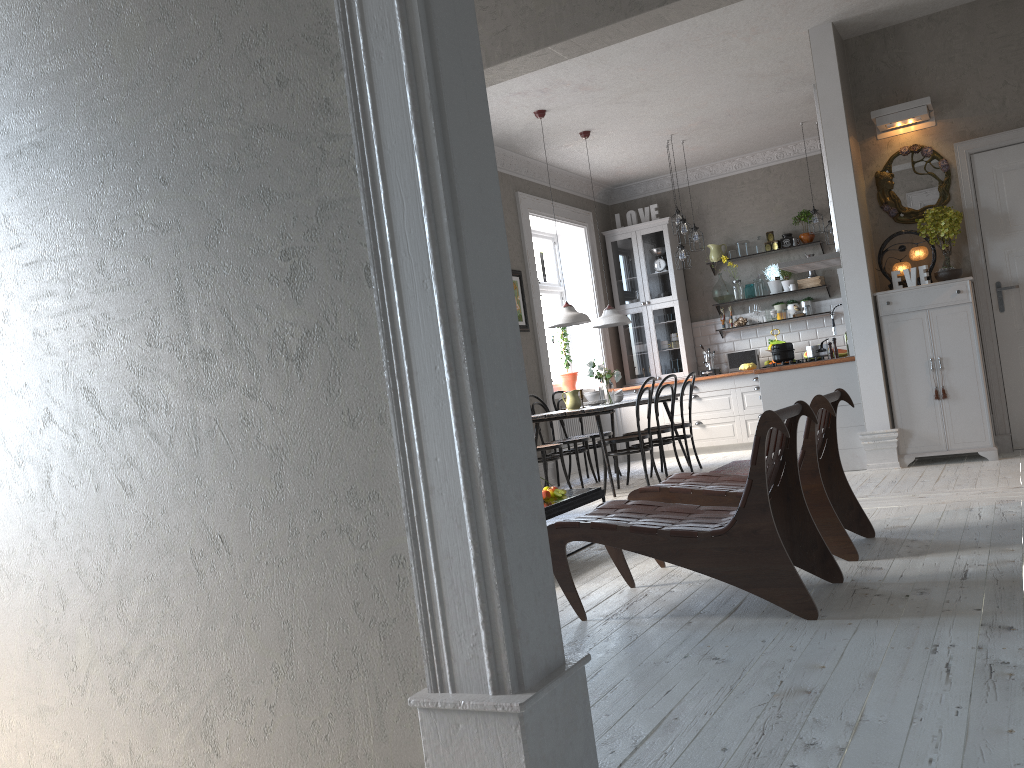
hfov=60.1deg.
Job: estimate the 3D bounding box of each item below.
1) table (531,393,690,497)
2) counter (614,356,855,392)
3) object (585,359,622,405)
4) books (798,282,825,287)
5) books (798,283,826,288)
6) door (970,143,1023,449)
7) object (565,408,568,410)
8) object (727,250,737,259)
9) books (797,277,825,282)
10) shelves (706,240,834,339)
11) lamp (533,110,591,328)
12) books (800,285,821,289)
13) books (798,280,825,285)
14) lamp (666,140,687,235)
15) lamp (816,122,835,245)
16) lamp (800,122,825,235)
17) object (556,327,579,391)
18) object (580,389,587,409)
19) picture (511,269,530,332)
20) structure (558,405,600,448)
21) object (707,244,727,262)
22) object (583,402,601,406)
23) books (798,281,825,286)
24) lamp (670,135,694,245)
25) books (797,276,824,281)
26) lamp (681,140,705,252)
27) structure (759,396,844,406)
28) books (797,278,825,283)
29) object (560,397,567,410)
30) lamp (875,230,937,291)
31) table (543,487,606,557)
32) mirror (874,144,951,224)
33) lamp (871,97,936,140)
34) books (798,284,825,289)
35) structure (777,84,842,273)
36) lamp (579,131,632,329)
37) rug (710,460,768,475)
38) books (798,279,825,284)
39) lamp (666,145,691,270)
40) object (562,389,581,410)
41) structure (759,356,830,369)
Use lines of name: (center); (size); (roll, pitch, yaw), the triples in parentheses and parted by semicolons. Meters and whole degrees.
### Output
table: (0.879, 0.552, 8.064); (0.889, 0.735, 1.954); (-8, -1, 30)
counter: (2.060, -0.077, 8.812); (3.105, 0.039, 3.451); (-9, -1, 29)
object: (0.812, -0.024, 7.744); (0.306, 0.414, 0.256); (-8, -1, 27)
books: (3.351, -1.113, 9.909); (0.255, 0.016, 0.161); (-9, -2, 38)
books: (3.353, -1.102, 9.909); (0.255, 0.016, 0.161); (-9, -2, 42)
door: (3.835, -0.650, 6.312); (0.738, 2.183, 0.081); (-8, -1, 28)
object: (0.508, 0.144, 7.904); (0.095, 0.172, 0.096); (-8, -1, 10)
object: (2.565, -1.499, 10.308); (0.101, 0.111, 0.105); (-8, -1, 29)
books: (3.344, -1.166, 9.910); (0.255, 0.016, 0.161); (-9, -2, 38)
shelves: (2.948, -1.041, 10.124); (1.293, 0.923, 0.233); (-8, -1, 29)
lamp: (0.365, -1.422, 7.594); (0.385, 1.858, 0.373); (-7, -1, -23)
books: (3.356, -1.080, 9.909); (0.256, 0.011, 0.161); (-9, -1, 32)
books: (3.348, -1.134, 9.910); (0.256, 0.011, 0.161); (-9, -1, 32)
lamp: (1.606, -2.396, 9.073); (0.145, 1.735, 0.148); (-8, -1, 16)
lamp: (3.206, -2.307, 9.150); (0.146, 1.735, 0.147); (-8, -1, 1)
lamp: (3.012, -2.405, 9.094); (0.149, 1.735, 0.144); (-7, -1, -29)
object: (0.605, -0.325, 10.103); (0.265, 0.813, 0.255); (-7, -1, -34)
object: (0.611, 0.129, 7.722); (0.058, 0.167, 0.060); (-9, -1, 43)
picture: (0.004, -0.814, 8.634); (0.019, 0.619, 0.530); (-8, -1, 30)
structure: (0.683, 0.462, 9.821); (0.146, 0.428, 1.244); (-8, -1, 28)
object: (2.392, -1.528, 10.333); (0.187, 0.216, 0.177); (-9, -1, 43)
object: (0.778, 0.188, 8.301); (0.242, 0.027, 0.232); (-7, -2, -43)
books: (3.350, -1.123, 9.909); (0.256, 0.011, 0.161); (-9, -1, 35)
lamp: (1.625, -2.271, 8.886); (0.148, 1.735, 0.145); (-8, -1, -14)
books: (3.342, -1.177, 9.910); (0.256, 0.011, 0.161); (-9, -1, 35)
lamp: (1.801, -2.239, 9.157); (0.145, 1.735, 0.148); (-8, -1, 16)
structure: (2.383, 0.177, 7.144); (0.607, 0.623, 0.633); (-8, -1, 29)
books: (3.345, -1.156, 9.910); (0.255, 0.016, 0.161); (-9, -2, 42)
object: (0.507, 0.180, 8.184); (0.138, 0.112, 0.140); (-8, -1, 12)
lamp: (2.959, -0.871, 6.619); (0.440, 0.558, 0.175); (-9, -1, 37)
table: (-0.128, 0.847, 4.882); (0.834, 0.303, 1.333); (-9, -1, 29)
mirror: (3.029, -1.514, 6.692); (0.523, 0.593, 0.072); (-8, -1, 29)
lamp: (2.926, -1.985, 6.626); (0.408, 0.171, 0.223); (-9, -1, 29)
books: (3.354, -1.091, 9.909); (0.256, 0.011, 0.161); (-9, -1, 35)
structure: (2.743, -1.877, 8.043); (0.700, 1.595, 0.725); (-8, -1, 29)
lamp: (0.817, -1.468, 8.384); (0.372, 1.858, 0.387); (-9, -1, 37)
rug: (2.140, 0.733, 7.877); (0.723, 0.014, 1.312); (-9, -1, 30)
books: (3.347, -1.145, 9.910); (0.256, 0.011, 0.161); (-9, -1, 35)
lamp: (1.675, -2.059, 9.240); (0.147, 1.735, 0.146); (-8, -1, -4)
object: (0.522, 0.138, 7.674); (0.151, 0.170, 0.135); (-8, -1, -10)
structure: (2.314, -0.180, 7.165); (0.487, 0.031, 0.616); (-9, -1, 29)
